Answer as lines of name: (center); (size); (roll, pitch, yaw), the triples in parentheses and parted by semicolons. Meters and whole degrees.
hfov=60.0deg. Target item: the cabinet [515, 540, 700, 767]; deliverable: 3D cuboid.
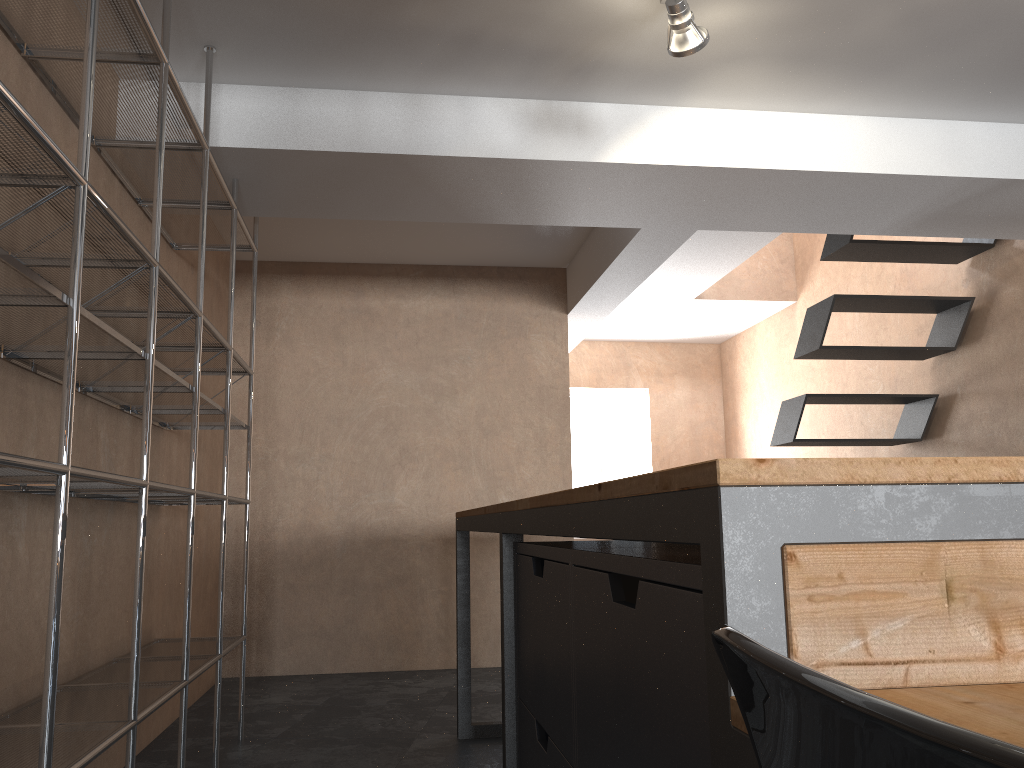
cabinet: (0.345, 0.755, 1.874); (0.578, 0.828, 0.700); (0, -9, -8)

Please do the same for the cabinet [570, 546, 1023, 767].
cabinet: (0.443, 0.645, 1.191); (0.578, 0.828, 0.696); (0, -9, -8)

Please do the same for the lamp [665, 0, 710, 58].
lamp: (0.491, -1.098, 2.624); (0.127, 0.263, 0.180); (-10, -12, 43)

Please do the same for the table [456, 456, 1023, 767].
table: (0.760, 0.548, 0.927); (1.185, 0.928, 5.997); (0, -9, -8)

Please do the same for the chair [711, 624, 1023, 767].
chair: (0.363, 0.493, 0.205); (0.599, 0.825, 0.527); (0, -9, -8)
